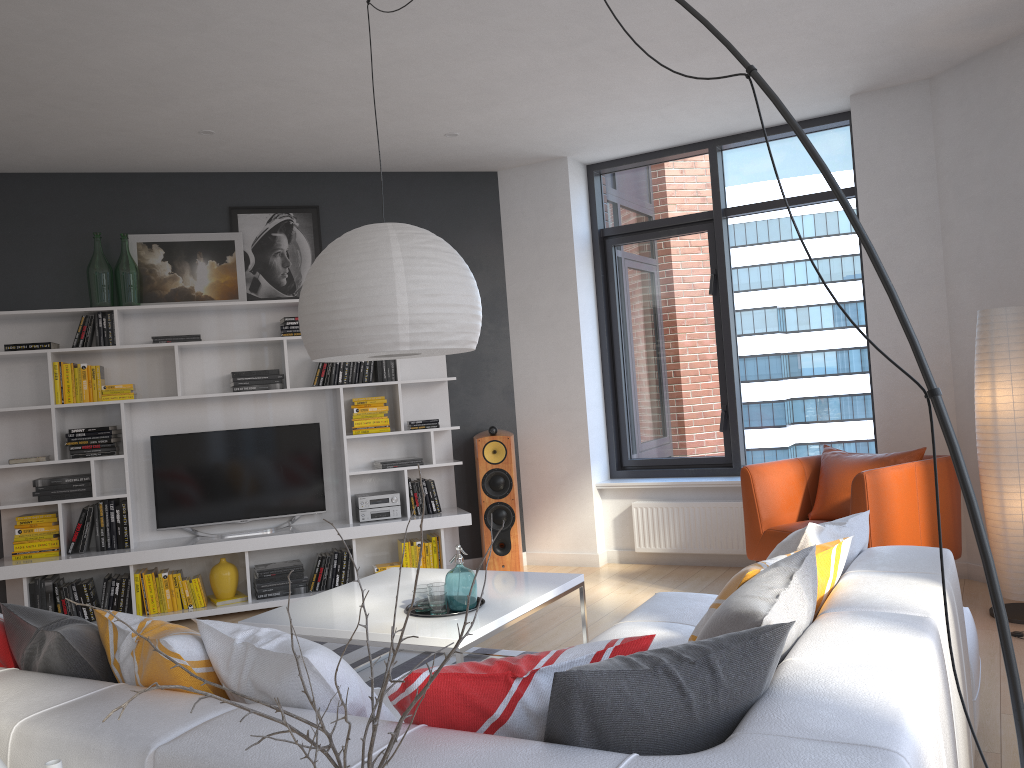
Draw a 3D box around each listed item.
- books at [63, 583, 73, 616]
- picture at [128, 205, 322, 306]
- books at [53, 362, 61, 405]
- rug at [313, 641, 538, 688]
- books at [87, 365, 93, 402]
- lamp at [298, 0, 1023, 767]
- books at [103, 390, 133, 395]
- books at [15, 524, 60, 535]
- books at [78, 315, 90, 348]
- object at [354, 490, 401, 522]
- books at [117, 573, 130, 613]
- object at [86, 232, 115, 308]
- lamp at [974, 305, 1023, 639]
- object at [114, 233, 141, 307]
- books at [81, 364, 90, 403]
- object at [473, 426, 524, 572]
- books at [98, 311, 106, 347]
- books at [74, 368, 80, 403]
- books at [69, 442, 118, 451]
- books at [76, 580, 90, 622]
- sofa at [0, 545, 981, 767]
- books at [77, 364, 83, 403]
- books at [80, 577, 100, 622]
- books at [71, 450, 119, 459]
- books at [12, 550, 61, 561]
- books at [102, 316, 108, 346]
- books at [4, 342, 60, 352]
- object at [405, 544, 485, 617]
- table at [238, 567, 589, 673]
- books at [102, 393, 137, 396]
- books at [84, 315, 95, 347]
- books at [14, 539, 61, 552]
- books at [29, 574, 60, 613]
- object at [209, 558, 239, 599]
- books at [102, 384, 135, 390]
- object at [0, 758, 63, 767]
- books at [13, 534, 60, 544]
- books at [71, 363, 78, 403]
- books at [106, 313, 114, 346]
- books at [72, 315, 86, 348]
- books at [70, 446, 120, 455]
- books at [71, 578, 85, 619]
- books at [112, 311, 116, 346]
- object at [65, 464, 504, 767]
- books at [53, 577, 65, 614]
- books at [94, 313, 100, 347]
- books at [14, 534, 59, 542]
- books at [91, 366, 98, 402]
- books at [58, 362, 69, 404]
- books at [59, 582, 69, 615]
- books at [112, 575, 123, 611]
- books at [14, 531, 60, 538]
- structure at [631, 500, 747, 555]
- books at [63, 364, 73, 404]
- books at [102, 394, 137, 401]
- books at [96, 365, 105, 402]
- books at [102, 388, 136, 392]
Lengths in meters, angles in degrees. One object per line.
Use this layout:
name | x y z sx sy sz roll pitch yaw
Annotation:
books | -2.783 1.383 5.601 0.049 0.236 0.170 -4 -1 -16
picture | -1.964 -0.884 6.156 1.279 0.707 0.076 -4 -1 -16
books | -2.906 -0.001 5.702 0.029 0.270 0.204 -4 -1 -16
rug | -0.634 1.395 3.912 2.326 0.016 1.662 -5 -1 28
books | -2.728 0.002 5.767 0.023 0.239 0.169 -4 -1 -16
lamp | 0.224 -0.010 1.778 0.710 2.647 3.199 -4 -1 -25
books | -2.567 0.056 5.782 0.169 0.018 0.113 -4 -1 -15
books | -3.013 0.924 5.679 0.250 0.035 0.185 -4 -1 -13
books | -2.767 -0.332 5.765 0.087 0.214 0.171 -4 -1 -16
object | -0.945 0.859 6.232 0.285 0.174 0.270 -4 -1 -16
books | -2.493 1.354 5.702 0.084 0.249 0.191 -4 -1 -16
object | -2.685 -0.738 5.776 0.157 0.507 0.157 -4 -1 -3
lamp | 2.514 0.390 4.226 0.502 1.550 0.804 -4 -1 -11
object | -2.552 -0.747 5.874 0.157 0.507 0.157 -4 -1 -3
books | -2.756 -0.002 5.757 0.035 0.250 0.185 -4 -1 -16
object | -0.099 0.840 6.435 0.290 1.088 0.434 -4 -1 -1
books | -2.669 -0.349 5.787 0.025 0.232 0.176 -4 -1 -16
books | -2.797 0.013 5.728 0.024 0.229 0.156 -4 -1 -17
books | -2.712 0.404 5.761 0.266 0.030 0.209 -4 -1 -18
books | -2.704 1.374 5.620 0.066 0.242 0.177 -4 -1 -17
sofa | -0.408 1.009 2.931 3.424 0.732 2.614 -5 -1 29
books | -2.783 -0.001 5.752 0.019 0.251 0.180 -4 -1 -16
books | -2.672 1.367 5.633 0.083 0.249 0.191 -4 -1 -16
books | -2.697 0.456 5.743 0.263 0.026 0.189 -4 -1 -18
books | -3.003 1.081 5.653 0.270 0.029 0.204 -4 -1 -11
books | -2.643 -0.336 5.789 0.021 0.200 0.147 -4 -1 -16
books | -3.056 -0.230 5.656 0.268 0.046 0.208 -4 -1 -13
object | -0.284 0.793 3.665 0.330 0.265 0.330 -4 -1 -37
table | -0.388 1.154 3.909 1.091 0.435 1.091 -5 -1 29
books | -2.567 0.070 5.802 0.196 0.011 0.148 -4 -1 -16
books | -2.737 -0.335 5.761 0.074 0.212 0.154 -4 -1 -17
books | -3.014 1.020 5.666 0.255 0.044 0.198 -4 -1 -16
books | -2.929 1.355 5.575 0.128 0.321 0.259 -4 -1 -16
object | -1.898 1.277 5.847 0.185 0.257 0.185 -4 -1 -39
books | -2.575 0.021 5.809 0.186 0.026 0.138 -4 -1 -16
object | -0.920 0.701 1.575 0.319 0.398 0.316 -4 -1 -37
books | -3.023 0.991 5.679 0.263 0.015 0.198 -4 -1 -13
books | -2.821 -0.002 5.743 0.015 0.263 0.199 -4 -1 -16
books | -2.616 -0.346 5.799 0.038 0.218 0.169 -4 -1 -16
books | -2.797 -0.331 5.750 0.096 0.213 0.166 -4 -1 -18
books | -2.698 0.431 5.745 0.270 0.025 0.189 -4 -1 -17
books | -2.735 1.370 5.619 0.066 0.255 0.193 -4 -1 -17
books | -2.588 -0.355 5.800 0.019 0.230 0.174 -4 -1 -16
object | -0.221 0.470 1.096 0.607 0.744 0.406 -4 -1 -21
books | -2.840 1.370 5.596 0.053 0.268 0.202 -4 -1 -17
books | -2.691 -0.341 5.775 0.021 0.221 0.156 -4 -1 -16
books | -3.028 0.973 5.657 0.228 0.024 0.152 -4 -1 -12
books | -2.704 0.002 5.771 0.024 0.234 0.172 -4 -1 -16
books | -2.882 -0.003 5.718 0.025 0.270 0.213 -4 -1 -16
books | -2.808 1.384 5.601 0.053 0.240 0.189 -4 -1 -16
books | -2.526 1.359 5.680 0.071 0.243 0.179 -4 -1 -17
books | -3.022 0.952 5.678 0.251 0.019 0.180 -4 -1 -16
structure | 1.537 1.027 6.047 1.474 0.460 0.110 -5 -1 29
books | -2.850 0.002 5.733 0.044 0.255 0.198 -4 -1 -16
books | -2.565 0.092 5.797 0.190 0.033 0.147 -4 -1 -16
books | -2.680 0.000 5.782 0.024 0.234 0.172 -4 -1 -16
books | -2.567 0.040 5.798 0.187 0.014 0.134 -4 -1 -16
